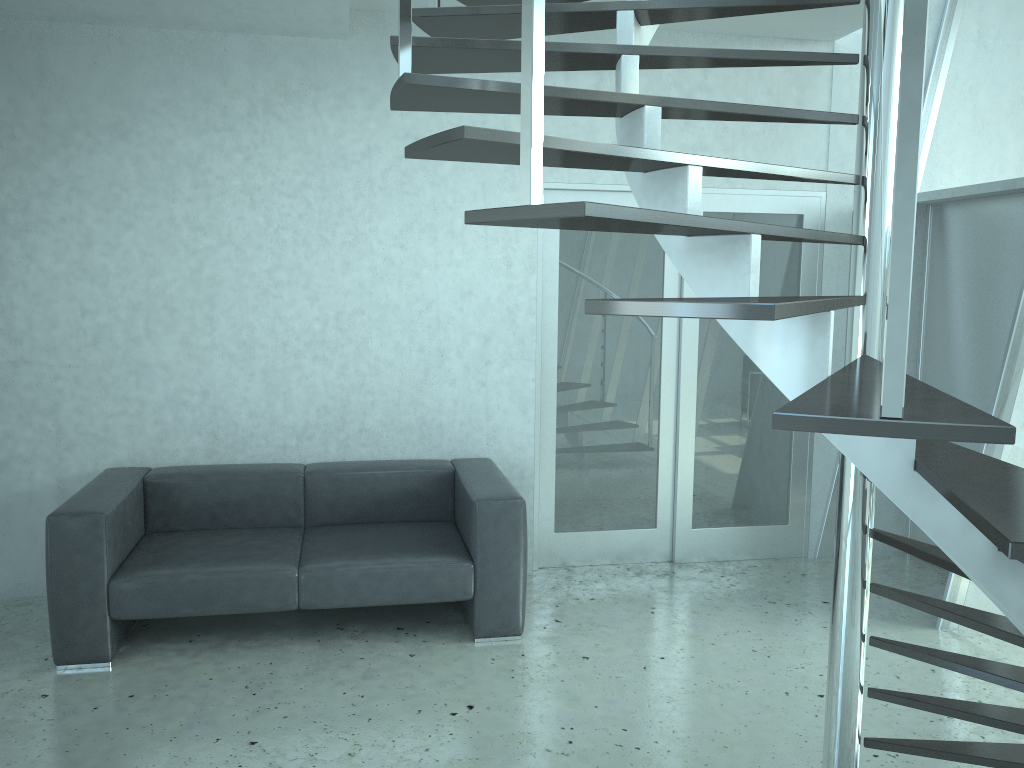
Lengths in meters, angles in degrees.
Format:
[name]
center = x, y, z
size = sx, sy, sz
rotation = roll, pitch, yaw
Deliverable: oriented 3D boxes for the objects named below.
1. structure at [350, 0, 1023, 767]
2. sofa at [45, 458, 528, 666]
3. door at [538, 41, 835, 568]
[structure]
center = 0.829, -0.803, 2.936
size = 2.655, 4.156, 3.780
rotation = -1, 7, -11
[sofa]
center = -0.993, 0.770, 4.213
size = 2.025, 0.652, 0.943
rotation = -1, 7, -11
[door]
center = 1.373, -0.417, 5.532
size = 1.162, 3.200, 2.576
rotation = 6, 8, 37
